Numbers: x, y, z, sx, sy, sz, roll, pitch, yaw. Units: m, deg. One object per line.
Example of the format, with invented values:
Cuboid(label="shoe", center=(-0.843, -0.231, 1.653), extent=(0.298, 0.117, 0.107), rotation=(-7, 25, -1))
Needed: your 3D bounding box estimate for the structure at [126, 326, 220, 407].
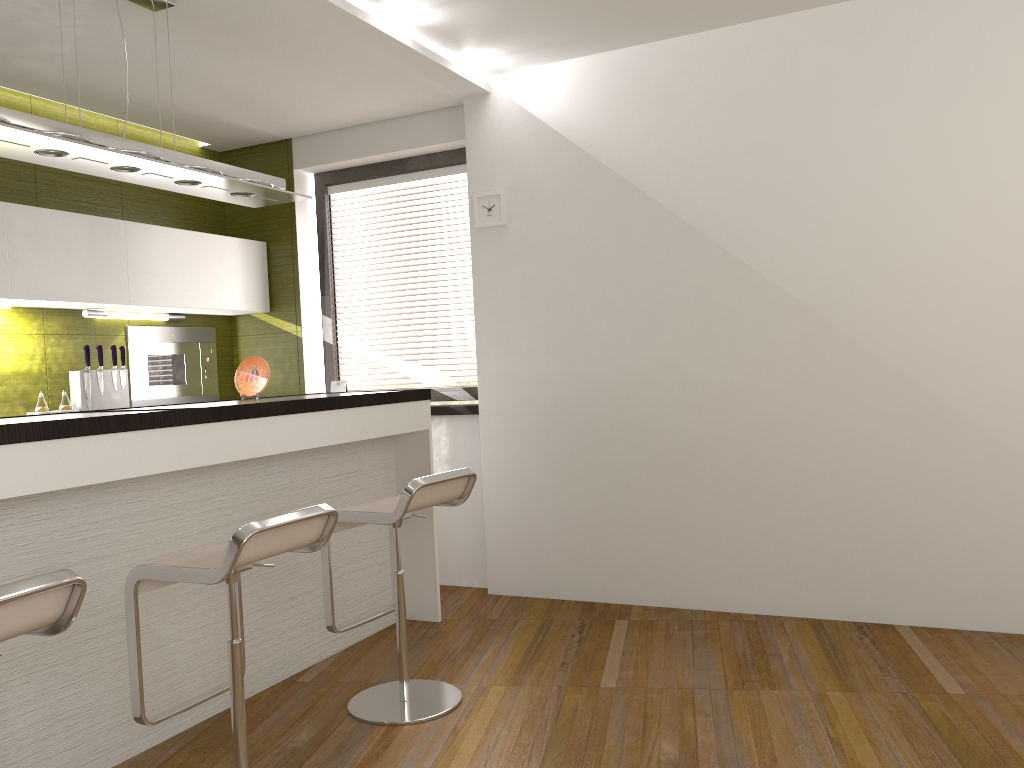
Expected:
Cuboid(label="structure", center=(-1.972, -0.100, 5.205), extent=(0.015, 0.469, 0.663), rotation=(-2, 1, 26))

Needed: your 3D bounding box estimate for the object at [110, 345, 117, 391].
Cuboid(label="object", center=(-2.085, -0.083, 4.648), extent=(0.013, 0.243, 0.036), rotation=(-2, 1, 26))

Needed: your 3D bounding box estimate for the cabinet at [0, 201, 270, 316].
Cuboid(label="cabinet", center=(-2.422, 0.217, 4.028), extent=(0.724, 2.089, 3.471), rotation=(-2, 1, 26))

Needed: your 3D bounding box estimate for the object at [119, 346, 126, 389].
Cuboid(label="object", center=(-2.063, -0.087, 4.694), extent=(0.013, 0.231, 0.040), rotation=(-2, 1, 26))

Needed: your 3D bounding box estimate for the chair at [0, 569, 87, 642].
Cuboid(label="chair", center=(-1.128, 0.814, 1.733), extent=(0.460, 0.857, 0.418), rotation=(-2, 1, 21))

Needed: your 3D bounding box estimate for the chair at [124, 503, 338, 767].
Cuboid(label="chair", center=(-0.762, 0.782, 2.496), extent=(0.460, 0.857, 0.418), rotation=(-2, 1, 26))

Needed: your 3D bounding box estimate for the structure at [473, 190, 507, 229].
Cuboid(label="structure", center=(-0.116, -0.921, 4.681), extent=(0.180, 0.180, 0.026), rotation=(-2, 1, 26))

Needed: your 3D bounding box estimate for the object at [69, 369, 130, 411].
Cuboid(label="object", center=(-2.142, 0.041, 4.613), extent=(0.107, 0.227, 0.293), rotation=(-2, 1, 26))

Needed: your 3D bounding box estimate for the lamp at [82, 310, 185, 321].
Cuboid(label="lamp", center=(-2.081, -0.378, 4.923), extent=(0.095, 0.041, 0.716), rotation=(-2, 1, 25))

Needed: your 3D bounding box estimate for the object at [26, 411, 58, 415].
Cuboid(label="object", center=(-2.279, 0.151, 4.302), extent=(0.107, 0.032, 0.107), rotation=(-2, 1, 26))

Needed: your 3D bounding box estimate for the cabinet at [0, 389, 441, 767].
Cuboid(label="cabinet", center=(-1.302, 0.657, 3.129), extent=(0.663, 1.134, 2.947), rotation=(-2, 1, 26))

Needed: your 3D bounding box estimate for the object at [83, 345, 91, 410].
Cuboid(label="object", center=(-2.156, -0.029, 4.498), extent=(0.013, 0.339, 0.046), rotation=(-2, 1, 26))

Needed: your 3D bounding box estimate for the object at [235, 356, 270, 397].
Cuboid(label="object", center=(-1.144, -0.033, 3.907), extent=(0.184, 0.178, 0.055), rotation=(-2, 1, 22))

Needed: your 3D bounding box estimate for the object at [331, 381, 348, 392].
Cuboid(label="object", center=(-1.037, 0.066, 5.324), extent=(0.106, 0.169, 0.057), rotation=(-2, 1, 20))

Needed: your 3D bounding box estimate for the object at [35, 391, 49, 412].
Cuboid(label="object", center=(-2.281, 0.096, 4.301), extent=(0.059, 0.121, 0.059), rotation=(-3, 1, -18))

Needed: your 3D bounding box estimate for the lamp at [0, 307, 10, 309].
Cuboid(label="lamp", center=(-2.504, -0.361, 4.144), extent=(0.008, 0.008, 0.334), rotation=(-2, 1, 26))

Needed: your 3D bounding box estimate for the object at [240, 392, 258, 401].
Cuboid(label="object", center=(-1.142, 0.005, 3.907), extent=(0.088, 0.131, 0.072), rotation=(-2, 1, 21))

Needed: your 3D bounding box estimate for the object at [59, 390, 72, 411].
Cuboid(label="object", center=(-2.233, 0.091, 4.431), extent=(0.059, 0.121, 0.059), rotation=(-3, 1, -7))

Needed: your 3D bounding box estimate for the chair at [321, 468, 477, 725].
Cuboid(label="chair", center=(-0.397, 0.749, 3.259), extent=(0.460, 0.857, 0.418), rotation=(-2, 1, 31))

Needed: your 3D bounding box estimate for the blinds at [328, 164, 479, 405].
Cuboid(label="blinds", center=(-2.087, -3.133, 9.171), extent=(16.000, 12.704, 9.030), rotation=(-3, 1, -25))

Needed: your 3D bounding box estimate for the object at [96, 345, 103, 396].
Cuboid(label="object", center=(-2.123, -0.070, 4.569), extent=(0.013, 0.264, 0.042), rotation=(-2, 1, 26))

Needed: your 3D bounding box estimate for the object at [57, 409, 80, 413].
Cuboid(label="object", center=(-2.230, 0.146, 4.432), extent=(0.107, 0.032, 0.107), rotation=(-2, 1, 37))

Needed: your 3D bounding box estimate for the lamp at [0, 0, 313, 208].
Cuboid(label="lamp", center=(-1.385, -1.099, 3.133), extent=(0.326, 0.683, 1.677), rotation=(-2, 1, 26))
